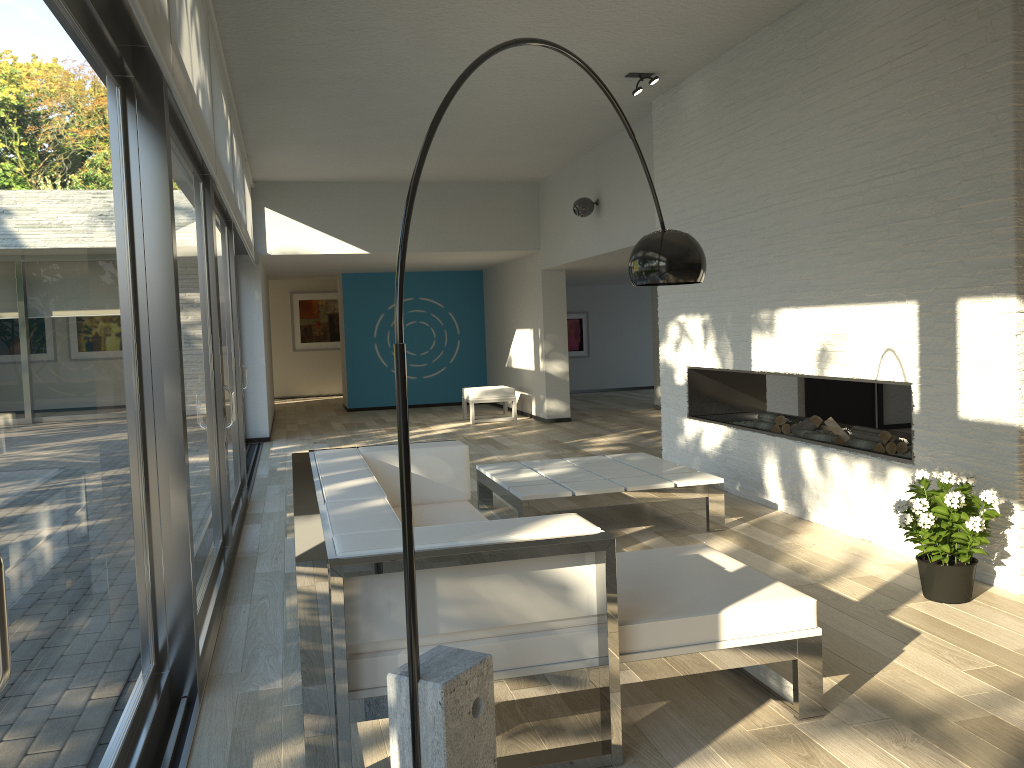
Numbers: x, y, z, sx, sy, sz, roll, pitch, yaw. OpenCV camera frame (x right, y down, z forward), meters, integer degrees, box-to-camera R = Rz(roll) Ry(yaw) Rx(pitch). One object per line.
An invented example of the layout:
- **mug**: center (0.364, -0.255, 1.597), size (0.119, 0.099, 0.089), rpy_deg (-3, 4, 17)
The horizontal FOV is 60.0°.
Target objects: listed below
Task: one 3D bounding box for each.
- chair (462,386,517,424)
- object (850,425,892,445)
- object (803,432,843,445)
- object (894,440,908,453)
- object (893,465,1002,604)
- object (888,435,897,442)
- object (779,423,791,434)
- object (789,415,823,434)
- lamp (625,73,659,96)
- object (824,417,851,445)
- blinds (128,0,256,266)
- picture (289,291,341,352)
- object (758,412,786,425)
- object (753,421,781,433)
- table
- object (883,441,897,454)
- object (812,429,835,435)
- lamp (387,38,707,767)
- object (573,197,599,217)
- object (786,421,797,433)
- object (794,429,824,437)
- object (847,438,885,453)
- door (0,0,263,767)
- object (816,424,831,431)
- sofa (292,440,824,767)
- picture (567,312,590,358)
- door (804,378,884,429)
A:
- **chair**: center (-0.311, 0.271, 11.971), size (0.611, 0.442, 0.610), rpy_deg (-3, 3, -14)
- **object**: center (2.103, 0.299, 5.206), size (0.093, 0.088, 0.260), rpy_deg (-3, 4, -15)
- **object**: center (1.943, 0.350, 5.557), size (0.075, 0.074, 0.246), rpy_deg (-5, 4, -35)
- **object**: center (2.220, 0.359, 5.234), size (0.082, 0.073, 0.237), rpy_deg (-3, 4, -15)
- **object**: center (1.864, 0.640, 3.812), size (0.405, 0.570, 0.431), rpy_deg (-2, 3, 8)
- **object**: center (2.176, 0.318, 5.246), size (0.064, 0.060, 0.229), rpy_deg (-3, 4, -13)
- **object**: center (1.875, 0.307, 6.277), size (0.076, 0.076, 0.236), rpy_deg (-3, 4, -15)
- **object**: center (1.941, 0.283, 5.854), size (0.093, 0.170, 0.272), rpy_deg (-3, 3, -15)
- **lamp**: center (0.962, -2.197, 6.506), size (0.234, 0.153, 0.135), rpy_deg (-3, 3, -14)
- **object**: center (2.059, 0.297, 5.595), size (0.064, 0.165, 0.226), rpy_deg (-3, 3, -15)
- **blinds**: center (-1.615, -1.570, 4.773), size (0.056, 0.983, 11.535), rpy_deg (-3, 4, -14)
- **picture**: center (-3.707, -1.262, 17.716), size (1.378, 1.190, 0.017), rpy_deg (-3, 3, -14)
- **object**: center (1.837, 0.245, 6.276), size (0.082, 0.073, 0.237), rpy_deg (-3, 4, -15)
- **object**: center (1.800, 0.310, 6.272), size (0.075, 0.074, 0.246), rpy_deg (-3, 4, -15)
- **table**: center (0.502, 0.705, 5.625), size (1.220, 0.305, 1.221), rpy_deg (-3, 4, -14)
- **object**: center (2.146, 0.364, 5.205), size (0.076, 0.076, 0.236), rpy_deg (-3, 4, -15)
- **object**: center (2.006, 0.335, 5.756), size (0.076, 0.076, 0.236), rpy_deg (-3, 4, -15)
- **lamp**: center (0.235, 0.038, 2.627), size (0.282, 2.023, 1.755), rpy_deg (-1, 4, 29)
- **object**: center (0.778, -1.810, 9.082), size (0.315, 0.203, 0.201), rpy_deg (-3, 3, -14)
- **object**: center (1.949, 0.302, 6.306), size (0.082, 0.073, 0.237), rpy_deg (-3, 4, -15)
- **object**: center (1.932, 0.338, 5.751), size (0.075, 0.074, 0.246), rpy_deg (-3, 4, -15)
- **object**: center (2.071, 0.367, 5.199), size (0.075, 0.074, 0.246), rpy_deg (-3, 4, -15)
- **door**: center (-1.217, -0.172, 6.837), size (19.443, 2.372, 22.960), rpy_deg (-3, 4, -14)
- **object**: center (2.037, 0.289, 5.798), size (0.064, 0.060, 0.229), rpy_deg (-3, 4, -13)
- **sofa**: center (-0.078, 0.682, 3.599), size (1.546, 0.654, 2.405), rpy_deg (-3, 4, -14)
- **picture**: center (0.947, -0.880, 16.061), size (0.959, 0.828, 0.017), rpy_deg (-3, 3, -14)
- **door**: center (3.448, -0.465, 9.269), size (0.920, 1.946, 0.108), rpy_deg (-3, 3, -14)
